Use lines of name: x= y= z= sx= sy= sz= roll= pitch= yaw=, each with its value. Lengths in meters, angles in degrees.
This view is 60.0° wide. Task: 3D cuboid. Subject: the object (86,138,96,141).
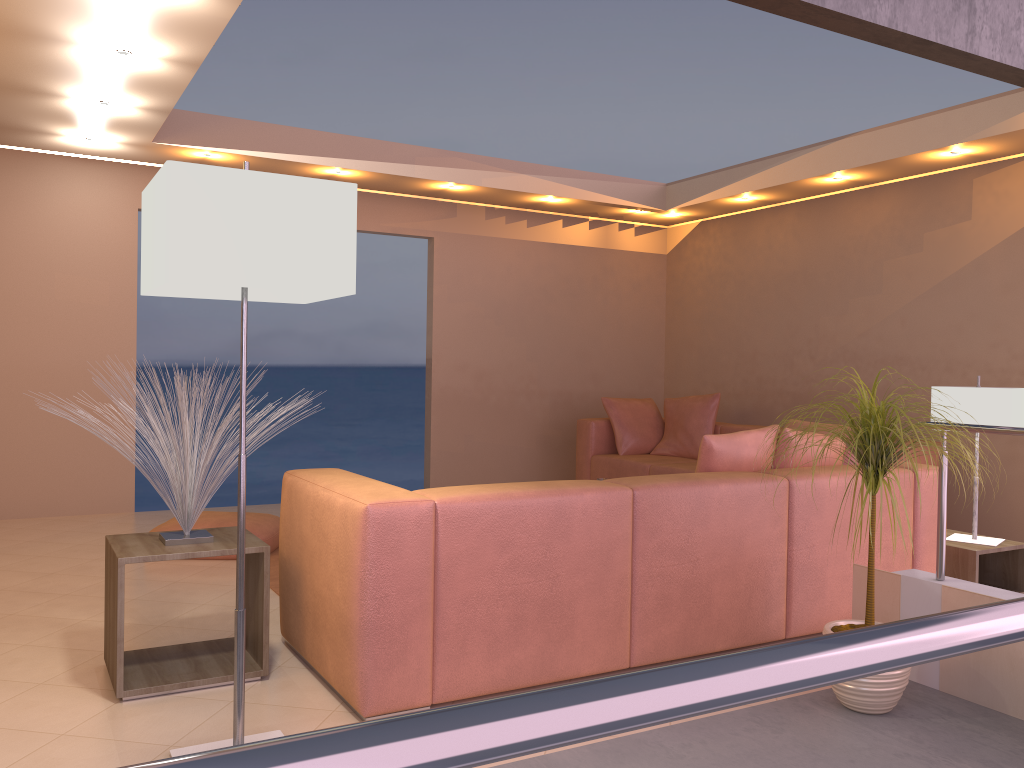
object: x=-2.676 y=-1.554 z=5.642 sx=0.058 sy=0.004 sz=0.058 roll=2 pitch=1 yaw=33

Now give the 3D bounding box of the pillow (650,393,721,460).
pillow: x=1.397 y=0.325 z=7.061 sx=0.582 sy=0.528 sz=0.302 roll=2 pitch=1 yaw=44

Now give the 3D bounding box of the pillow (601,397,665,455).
pillow: x=1.042 y=0.356 z=7.303 sx=0.554 sy=0.486 sz=0.335 roll=0 pitch=1 yaw=-33

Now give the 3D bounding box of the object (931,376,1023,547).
object: x=2.256 y=0.359 z=4.306 sx=0.344 sy=0.799 sz=0.344 roll=2 pitch=1 yaw=39

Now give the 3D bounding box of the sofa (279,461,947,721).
sofa: x=0.526 y=0.671 z=3.666 sx=2.781 sy=0.672 sz=0.943 roll=1 pitch=1 yaw=-30

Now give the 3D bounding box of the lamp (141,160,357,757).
lamp: x=-0.708 y=0.209 z=2.327 sx=0.454 sy=1.578 sz=0.454 roll=1 pitch=1 yaw=-30

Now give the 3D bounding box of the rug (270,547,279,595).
rug: x=-0.221 y=0.966 z=5.236 sx=2.626 sy=0.005 sz=1.833 roll=1 pitch=1 yaw=-30

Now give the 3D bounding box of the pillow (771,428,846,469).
pillow: x=1.256 y=0.405 z=3.893 sx=0.255 sy=0.446 sz=0.492 roll=2 pitch=1 yaw=44

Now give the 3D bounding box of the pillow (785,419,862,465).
pillow: x=1.422 y=0.409 z=4.203 sx=0.314 sy=0.455 sz=0.519 roll=0 pitch=1 yaw=-33

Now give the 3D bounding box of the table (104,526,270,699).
table: x=-1.117 y=0.752 z=3.032 sx=0.469 sy=0.436 sz=0.415 roll=1 pitch=1 yaw=-30

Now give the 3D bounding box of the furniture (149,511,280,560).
furniture: x=-1.686 y=0.863 z=5.100 sx=0.699 sy=0.226 sz=0.659 roll=1 pitch=1 yaw=0

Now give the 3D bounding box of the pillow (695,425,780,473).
pillow: x=0.913 y=0.404 z=3.704 sx=0.470 sy=0.468 sz=0.211 roll=0 pitch=1 yaw=-34

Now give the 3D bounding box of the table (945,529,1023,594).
table: x=2.070 y=0.887 z=4.550 sx=0.412 sy=0.268 sz=0.918 roll=1 pitch=1 yaw=-30

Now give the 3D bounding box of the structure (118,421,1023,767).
structure: x=0.079 y=0.402 z=1.405 sx=4.176 sy=0.541 sz=1.663 roll=1 pitch=1 yaw=-30

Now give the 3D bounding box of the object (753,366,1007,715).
object: x=1.146 y=0.487 z=2.812 sx=0.729 sy=1.088 sz=0.703 roll=2 pitch=1 yaw=29

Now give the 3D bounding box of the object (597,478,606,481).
object: x=0.514 y=0.586 z=5.058 sx=0.061 sy=0.091 sz=0.061 roll=2 pitch=1 yaw=45

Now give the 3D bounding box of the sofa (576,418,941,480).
sofa: x=1.592 y=0.647 z=6.421 sx=0.943 sy=0.672 sz=2.781 roll=1 pitch=1 yaw=-30

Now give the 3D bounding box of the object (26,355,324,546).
object: x=-1.066 y=0.219 z=2.948 sx=0.703 sy=0.634 sz=0.700 roll=1 pitch=1 yaw=17
